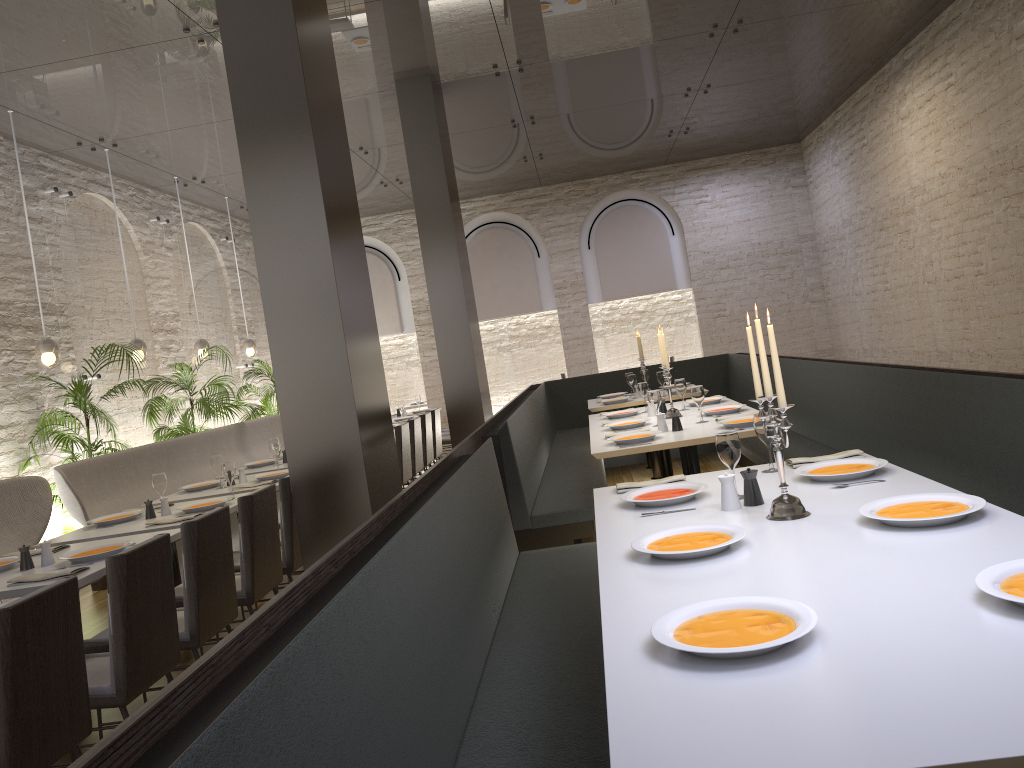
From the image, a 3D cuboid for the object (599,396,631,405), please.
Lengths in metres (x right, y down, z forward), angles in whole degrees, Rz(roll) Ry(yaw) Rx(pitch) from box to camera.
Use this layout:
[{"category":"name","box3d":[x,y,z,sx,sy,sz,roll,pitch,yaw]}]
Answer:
[{"category":"object","box3d":[0.967,0.160,8.293,0.322,0.036,0.321,-10,2,-19]}]

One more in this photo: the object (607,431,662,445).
[{"category":"object","box3d":[0.711,0.316,5.135,0.321,0.036,0.322,-9,2,3]}]

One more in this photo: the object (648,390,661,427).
[{"category":"object","box3d":[0.937,0.157,5.756,0.086,0.231,0.086,-9,0,5]}]

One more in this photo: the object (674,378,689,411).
[{"category":"object","box3d":[1.255,0.078,6.545,0.086,0.231,0.086,-9,0,17]}]

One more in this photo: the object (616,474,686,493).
[{"category":"object","box3d":[0.557,0.398,3.565,0.272,0.033,0.143,-9,2,5]}]

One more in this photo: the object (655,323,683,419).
[{"category":"object","box3d":[1.066,-0.093,6.122,0.131,0.657,0.391,-9,0,16]}]

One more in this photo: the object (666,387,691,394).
[{"category":"object","box3d":[1.592,0.064,8.239,0.322,0.036,0.321,-10,2,-19]}]

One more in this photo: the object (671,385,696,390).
[{"category":"object","box3d":[1.654,0.046,8.667,0.272,0.033,0.143,-9,2,5]}]

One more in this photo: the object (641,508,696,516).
[{"category":"object","box3d":[0.531,0.432,3.003,0.185,0.010,0.017,-9,1,5]}]

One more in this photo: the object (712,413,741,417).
[{"category":"object","box3d":[1.384,0.197,5.711,0.181,0.015,0.038,-9,2,6]}]

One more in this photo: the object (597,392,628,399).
[{"category":"object","box3d":[1.028,0.124,9.036,0.321,0.036,0.321,-9,2,0]}]

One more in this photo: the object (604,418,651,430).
[{"category":"object","box3d":[0.778,0.275,5.959,0.321,0.036,0.322,-8,2,25]}]

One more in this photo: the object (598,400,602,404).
[{"category":"object","box3d":[0.965,0.158,8.576,0.272,0.033,0.143,-9,2,5]}]

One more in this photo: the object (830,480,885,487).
[{"category":"object","box3d":[1.162,0.331,2.974,0.181,0.015,0.038,-9,2,6]}]

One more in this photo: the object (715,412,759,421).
[{"category":"object","box3d":[1.391,0.205,5.425,0.272,0.033,0.143,-9,2,5]}]

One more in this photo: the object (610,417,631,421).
[{"category":"object","box3d":[0.823,0.255,6.597,0.185,0.010,0.017,-9,1,5]}]

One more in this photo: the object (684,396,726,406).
[{"category":"object","box3d":[1.471,0.137,6.754,0.321,0.036,0.321,-9,2,0]}]

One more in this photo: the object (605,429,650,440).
[{"category":"object","box3d":[0.713,0.310,5.481,0.272,0.033,0.143,-9,2,5]}]

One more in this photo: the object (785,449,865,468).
[{"category":"object","box3d":[1.234,0.293,3.509,0.272,0.033,0.143,-9,2,5]}]

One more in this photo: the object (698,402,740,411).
[{"category":"object","box3d":[1.458,0.165,6.245,0.272,0.033,0.143,-9,2,5]}]

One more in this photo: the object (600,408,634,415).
[{"category":"object","box3d":[0.850,0.227,7.158,0.272,0.033,0.143,-9,2,5]}]

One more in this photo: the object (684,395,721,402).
[{"category":"object","box3d":[1.527,0.123,7.102,0.272,0.033,0.143,-9,2,5]}]

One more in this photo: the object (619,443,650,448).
[{"category":"object","box3d":[0.687,0.338,4.919,0.185,0.010,0.017,-9,1,5]}]

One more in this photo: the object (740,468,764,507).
[{"category":"object","box3d":[0.791,0.340,2.928,0.069,0.126,0.069,-9,0,-1]}]

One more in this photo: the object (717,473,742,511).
[{"category":"object","box3d":[0.712,0.353,2.911,0.069,0.126,0.069,-9,0,-1]}]

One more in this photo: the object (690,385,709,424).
[{"category":"object","box3d":[1.174,0.127,5.551,0.086,0.231,0.086,-9,0,-43]}]

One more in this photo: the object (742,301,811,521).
[{"category":"object","box3d":[0.787,0.076,2.689,0.131,0.657,0.391,-9,0,16]}]

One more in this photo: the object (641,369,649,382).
[{"category":"object","box3d":[1.372,-0.032,9.077,0.087,0.231,0.086,-9,0,-25]}]

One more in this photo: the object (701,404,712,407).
[{"category":"object","box3d":[1.454,0.154,6.567,0.181,0.015,0.038,-9,2,6]}]

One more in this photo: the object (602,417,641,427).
[{"category":"object","box3d":[0.780,0.269,6.301,0.272,0.033,0.143,-9,2,5]}]

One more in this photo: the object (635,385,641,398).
[{"category":"object","box3d":[1.218,0.069,8.547,0.069,0.126,0.068,-9,0,-43]}]

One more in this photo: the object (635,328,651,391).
[{"category":"object","box3d":[1.271,-0.217,8.649,0.131,0.657,0.391,-9,0,16]}]

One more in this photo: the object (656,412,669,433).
[{"category":"object","box3d":[0.909,0.233,5.374,0.068,0.126,0.069,-9,0,28]}]

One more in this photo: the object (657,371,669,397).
[{"category":"object","box3d":[1.385,0.000,8.143,0.086,0.231,0.087,-9,0,41]}]

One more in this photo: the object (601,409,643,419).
[{"category":"object","box3d":[0.847,0.233,6.807,0.321,0.036,0.321,-9,2,0]}]

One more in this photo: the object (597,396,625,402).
[{"category":"object","box3d":[0.977,0.150,8.730,0.272,0.033,0.143,-9,2,5]}]

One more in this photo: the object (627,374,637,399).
[{"category":"object","box3d":[1.156,0.025,8.450,0.086,0.231,0.087,-9,0,41]}]

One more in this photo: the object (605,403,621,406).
[{"category":"object","box3d":[0.944,0.182,8.088,0.185,0.010,0.017,-9,1,5]}]

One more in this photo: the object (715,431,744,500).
[{"category":"object","box3d":[0.762,0.282,3.078,0.086,0.231,0.086,-9,0,17]}]

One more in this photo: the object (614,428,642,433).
[{"category":"object","box3d":[0.753,0.297,5.740,0.185,0.010,0.017,-9,1,5]}]

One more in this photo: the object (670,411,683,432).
[{"category":"object","box3d":[0.985,0.223,5.318,0.068,0.126,0.069,-9,0,36]}]

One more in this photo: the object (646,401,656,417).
[{"category":"object","box3d":[1.014,0.177,6.456,0.069,0.126,0.069,-9,0,-1]}]

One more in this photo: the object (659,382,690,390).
[{"category":"object","box3d":[1.652,0.028,8.983,0.322,0.036,0.321,-10,3,-37]}]

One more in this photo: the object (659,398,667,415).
[{"category":"object","box3d":[1.095,0.165,6.447,0.069,0.126,0.069,-9,0,-1]}]

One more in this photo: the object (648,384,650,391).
[{"category":"object","box3d":[1.296,0.058,8.516,0.069,0.126,0.068,-9,0,-43]}]

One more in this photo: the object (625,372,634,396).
[{"category":"object","box3d":[1.192,0.003,8.903,0.086,0.231,0.087,-9,0,41]}]

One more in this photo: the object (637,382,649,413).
[{"category":"object","box3d":[1.026,0.103,6.852,0.086,0.231,0.086,-9,0,17]}]

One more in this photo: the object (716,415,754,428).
[{"category":"object","box3d":[1.335,0.219,5.081,0.322,0.036,0.321,-10,2,-19]}]

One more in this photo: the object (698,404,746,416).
[{"category":"object","box3d":[1.402,0.179,5.906,0.321,0.036,0.322,-8,2,25]}]

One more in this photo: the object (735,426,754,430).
[{"category":"object","box3d":[1.317,0.237,4.890,0.181,0.015,0.038,-9,2,6]}]

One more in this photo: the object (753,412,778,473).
[{"category":"object","box3d":[1.006,0.229,3.485,0.086,0.231,0.086,-9,0,17]}]
